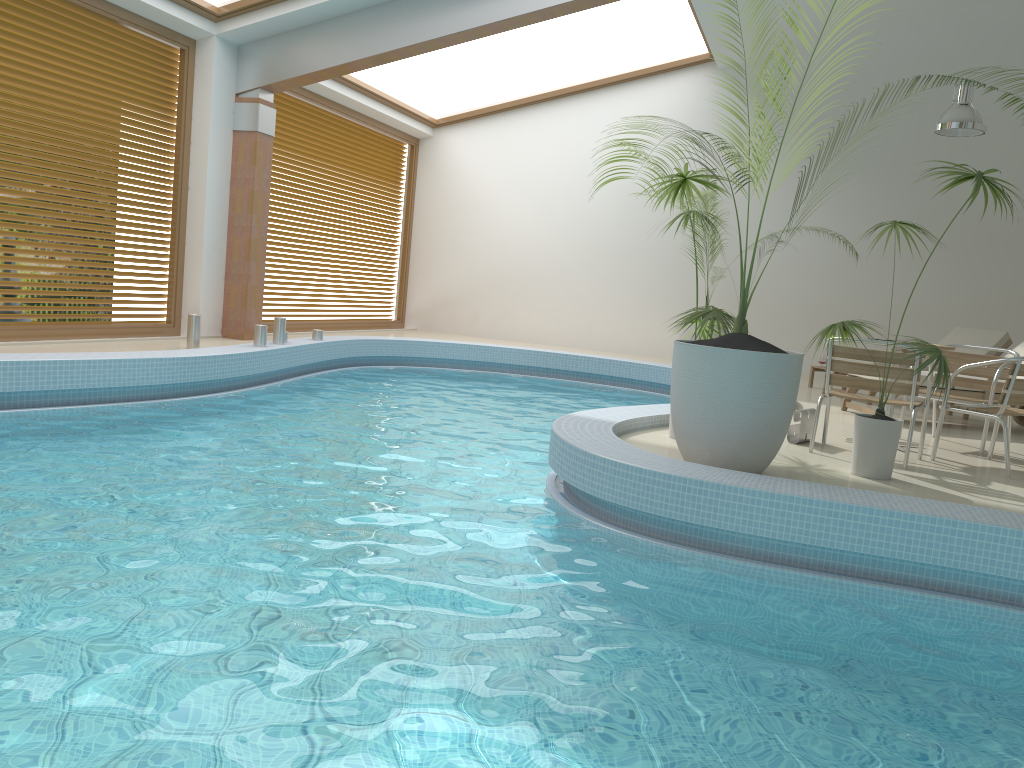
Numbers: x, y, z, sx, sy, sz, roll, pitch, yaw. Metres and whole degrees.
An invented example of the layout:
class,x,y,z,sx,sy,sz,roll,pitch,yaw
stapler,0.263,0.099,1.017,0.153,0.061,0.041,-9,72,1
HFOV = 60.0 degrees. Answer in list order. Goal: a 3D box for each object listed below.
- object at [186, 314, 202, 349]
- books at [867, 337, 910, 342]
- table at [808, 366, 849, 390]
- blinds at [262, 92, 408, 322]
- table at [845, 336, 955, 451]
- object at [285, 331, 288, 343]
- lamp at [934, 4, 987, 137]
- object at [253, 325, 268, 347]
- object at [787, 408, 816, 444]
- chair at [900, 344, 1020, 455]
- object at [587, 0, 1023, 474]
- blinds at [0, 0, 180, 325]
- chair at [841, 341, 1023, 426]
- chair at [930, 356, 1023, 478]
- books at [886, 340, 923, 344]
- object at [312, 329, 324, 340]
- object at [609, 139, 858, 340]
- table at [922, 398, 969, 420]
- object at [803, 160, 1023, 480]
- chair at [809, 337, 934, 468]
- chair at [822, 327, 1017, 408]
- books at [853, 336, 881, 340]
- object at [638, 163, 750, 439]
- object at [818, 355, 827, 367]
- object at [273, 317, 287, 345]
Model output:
class,x,y,z,sx,sy,sz,roll,pitch,yaw
object,-2.886,-0.470,8.046,0.115,0.320,0.115,3,7,-23
books,2.549,-0.301,6.017,0.241,0.004,0.166,2,7,-30
table,3.658,-0.060,10.257,0.283,0.255,0.320,3,7,-19
blinds,-2.552,-2.234,12.239,0.095,2.921,4.414,8,7,18
table,2.617,0.065,6.115,0.700,0.720,0.700,10,8,37
object,-2.285,-0.470,8.804,0.115,0.107,0.115,3,7,-23
lamp,4.876,-3.652,9.365,0.506,1.958,0.505,8,7,18
object,-2.308,-0.442,8.137,0.115,0.194,0.115,2,7,-31
object,1.927,0.275,5.892,0.081,0.223,0.272,10,8,38
chair,3.240,0.081,6.407,0.563,0.727,0.618,0,8,-39
object,1.289,-1.042,4.705,2.979,2.960,2.729,10,8,35
blinds,-4.235,-1.853,7.345,0.095,2.921,4.200,8,7,18
chair,4.026,-0.063,7.804,1.903,0.866,0.861,5,6,-3
chair,3.073,0.160,5.552,0.618,0.727,0.563,2,7,-29
books,2.648,-0.284,5.984,0.241,0.004,0.166,2,7,-30
object,-2.076,-0.524,9.479,0.115,0.107,0.115,3,7,-23
object,2.792,-1.670,11.671,2.979,2.960,2.729,3,7,-17
table,4.168,0.182,8.501,0.283,0.255,0.320,5,6,-3
object,2.140,-0.326,4.786,0.791,1.695,1.059,1,8,-36
chair,2.253,0.083,5.544,0.618,0.727,0.563,9,7,31
chair,4.411,-0.219,9.543,1.903,0.866,0.861,3,7,-19
books,2.439,-0.311,6.054,0.241,0.004,0.166,2,7,-30
object,1.104,-0.508,5.544,0.791,1.695,1.059,6,6,6
object,3.610,-0.269,10.311,0.102,0.137,0.102,10,7,33
object,-2.244,-0.513,8.561,0.115,0.254,0.115,2,7,-31
